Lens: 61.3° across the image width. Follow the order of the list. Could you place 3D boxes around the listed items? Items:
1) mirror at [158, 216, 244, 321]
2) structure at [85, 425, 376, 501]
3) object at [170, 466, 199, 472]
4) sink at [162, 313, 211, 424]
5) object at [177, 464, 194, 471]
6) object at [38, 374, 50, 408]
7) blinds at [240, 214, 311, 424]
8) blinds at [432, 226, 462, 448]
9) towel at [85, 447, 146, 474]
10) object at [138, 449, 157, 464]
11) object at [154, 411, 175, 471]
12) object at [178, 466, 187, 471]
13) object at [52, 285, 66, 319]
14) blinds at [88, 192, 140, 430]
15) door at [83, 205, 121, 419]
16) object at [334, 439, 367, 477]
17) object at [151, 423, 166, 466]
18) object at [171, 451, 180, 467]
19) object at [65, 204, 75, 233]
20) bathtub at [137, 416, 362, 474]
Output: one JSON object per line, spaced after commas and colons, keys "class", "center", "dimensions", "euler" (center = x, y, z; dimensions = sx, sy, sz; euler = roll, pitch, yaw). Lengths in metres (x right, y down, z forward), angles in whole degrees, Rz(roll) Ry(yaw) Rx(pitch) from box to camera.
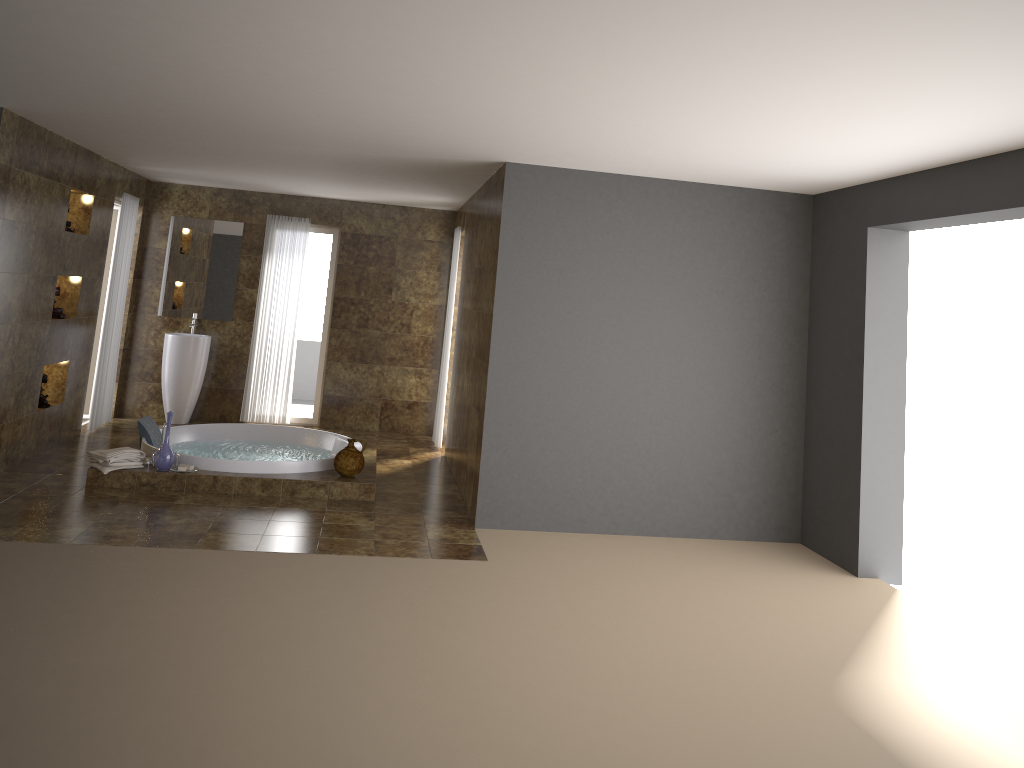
{"class": "mirror", "center": [-3.368, -1.251, 9.372], "dimensions": [0.765, 1.107, 0.008], "euler": [5, -8, -8]}
{"class": "structure", "center": [-2.137, 0.619, 7.155], "dimensions": [1.998, 0.125, 2.000], "euler": [4, 5, -9]}
{"class": "object", "center": [-2.353, 0.616, 6.213], "dimensions": [0.188, 0.019, 0.190], "euler": [3, 6, -20]}
{"class": "sink", "center": [-3.421, -0.166, 9.011], "dimensions": [0.458, 1.152, 0.429], "euler": [5, -6, -6]}
{"class": "object", "center": [-2.351, 0.599, 6.226], "dimensions": [0.101, 0.033, 0.060], "euler": [5, 2, 6]}
{"class": "object", "center": [-3.844, 0.047, 7.069], "dimensions": [0.152, 0.278, 0.149], "euler": [5, -5, -8]}
{"class": "blinds", "center": [-2.554, -0.718, 9.401], "dimensions": [0.517, 2.296, 0.066], "euler": [6, -8, -8]}
{"class": "blinds", "center": [-0.681, -0.519, 9.021], "dimensions": [0.069, 2.308, 0.475], "euler": [6, -7, -10]}
{"class": "towel", "center": [-2.843, 0.532, 6.193], "dimensions": [0.341, 0.152, 0.317], "euler": [7, 4, 36]}
{"class": "object", "center": [-2.724, 0.537, 6.417], "dimensions": [0.168, 0.076, 0.170], "euler": [3, 3, -27]}
{"class": "object", "center": [-2.482, 0.405, 6.214], "dimensions": [0.136, 0.426, 0.133], "euler": [5, -6, -1]}
{"class": "object", "center": [-2.347, 0.603, 6.156], "dimensions": [0.053, 0.034, 0.073], "euler": [5, 3, -9]}
{"class": "object", "center": [-3.796, -0.688, 7.189], "dimensions": [0.174, 0.289, 0.110], "euler": [5, -6, -8]}
{"class": "blinds", "center": [-3.866, -0.735, 8.456], "dimensions": [0.067, 2.307, 0.589], "euler": [6, -7, -10]}
{"class": "door", "center": [-4.640, -0.783, 8.815], "dimensions": [0.954, 2.258, 0.039], "euler": [7, -8, -18]}
{"class": "object", "center": [-1.224, 0.555, 6.518], "dimensions": [0.227, 0.278, 0.230], "euler": [7, -3, -37]}
{"class": "object", "center": [-2.563, 0.443, 6.333], "dimensions": [0.130, 0.312, 0.127], "euler": [5, -6, -1]}
{"class": "object", "center": [-2.465, 0.548, 6.325], "dimensions": [0.057, 0.117, 0.056], "euler": [0, -7, 43]}
{"class": "object", "center": [-3.732, -1.399, 7.218], "dimensions": [0.152, 0.270, 0.120], "euler": [5, -5, -9]}
{"class": "bathtub", "center": [-2.138, 0.611, 7.154], "dimensions": [1.760, 0.529, 1.730], "euler": [7, 5, 22]}
